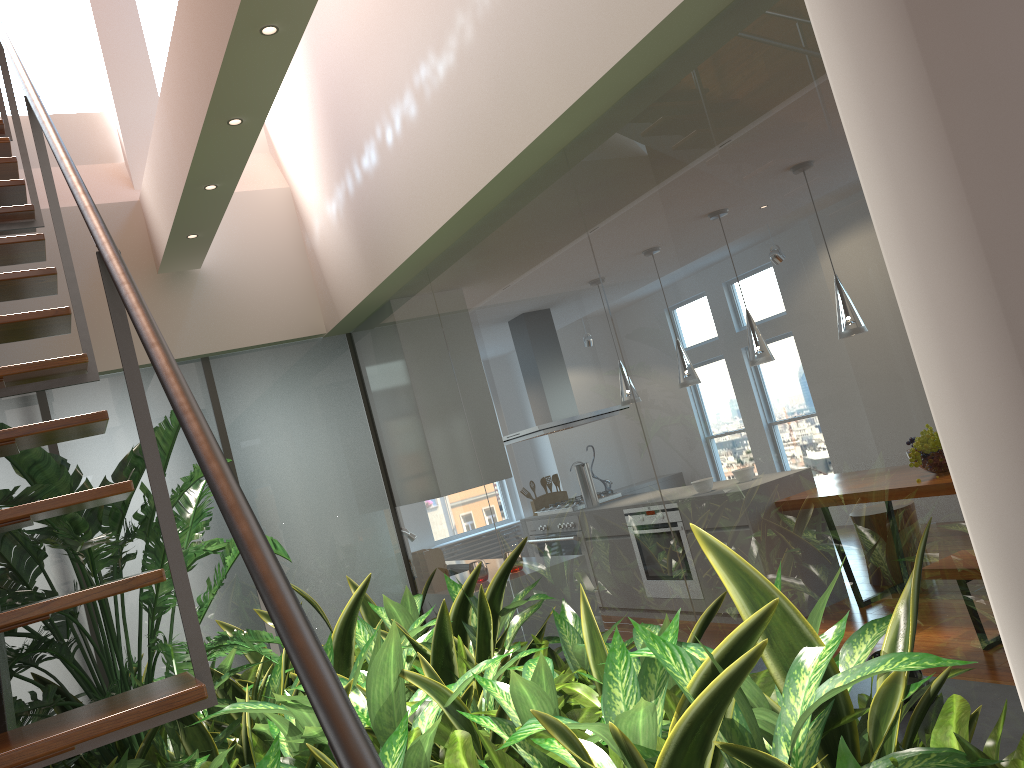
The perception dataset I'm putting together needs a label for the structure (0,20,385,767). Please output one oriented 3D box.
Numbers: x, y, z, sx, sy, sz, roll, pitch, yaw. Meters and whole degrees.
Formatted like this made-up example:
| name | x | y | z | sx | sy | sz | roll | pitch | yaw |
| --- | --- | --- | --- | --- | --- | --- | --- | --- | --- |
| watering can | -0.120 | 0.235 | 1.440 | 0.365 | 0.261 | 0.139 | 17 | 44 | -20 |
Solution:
| name | x | y | z | sx | sy | sz | roll | pitch | yaw |
| --- | --- | --- | --- | --- | --- | --- | --- | --- | --- |
| structure | -0.858 | -0.484 | 2.484 | 2.552 | 4.265 | 4.591 | -13 | -5 | -28 |
